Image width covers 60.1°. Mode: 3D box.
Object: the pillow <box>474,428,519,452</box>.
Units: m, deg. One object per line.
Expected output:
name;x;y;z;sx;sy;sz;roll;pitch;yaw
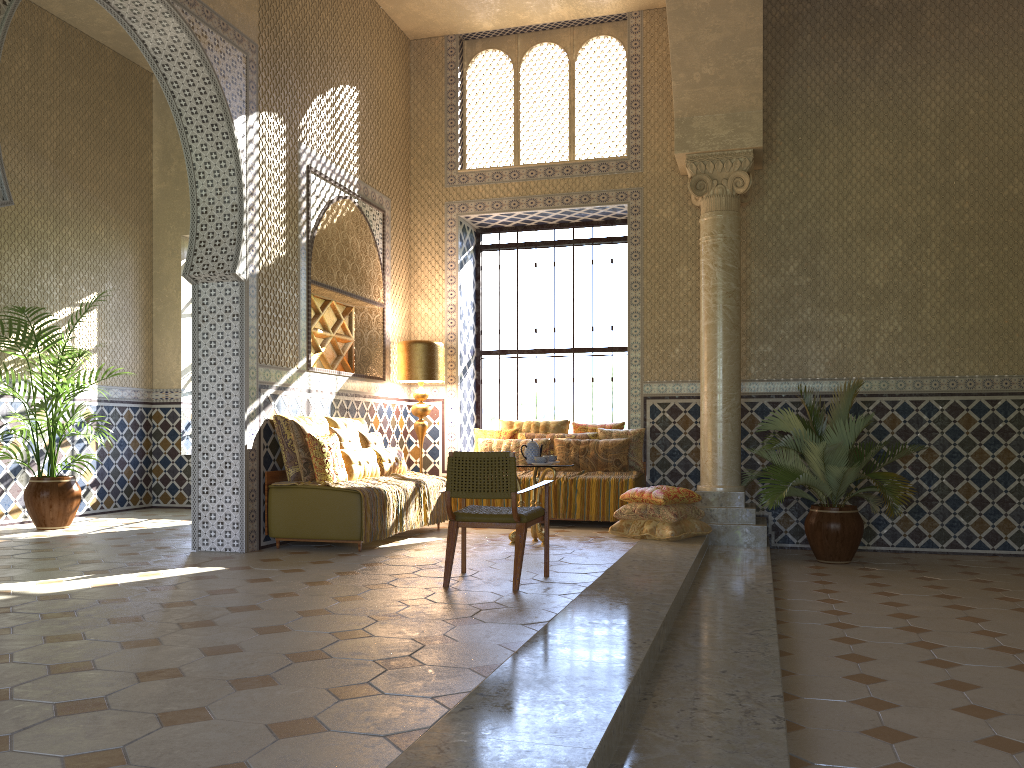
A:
pillow;-0.278;1.047;14.063;0.741;0.693;0.341;-1;-1;16

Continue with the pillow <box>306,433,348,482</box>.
pillow;-2.211;0.917;10.669;0.345;0.651;0.685;0;-2;15

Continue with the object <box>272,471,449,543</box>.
object;-1.862;1.555;11.581;1.314;0.717;2.890;-1;-3;16

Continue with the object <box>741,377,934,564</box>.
object;4.424;1.151;11.867;2.641;2.501;2.166;0;-1;2

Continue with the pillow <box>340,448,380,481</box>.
pillow;-1.973;1.056;11.433;0.271;0.450;0.984;0;-3;16

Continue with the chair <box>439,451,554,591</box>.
chair;-0.175;1.219;8.214;0.950;1.209;0.907;0;-1;16

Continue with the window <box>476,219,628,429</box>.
window;-2.074;-0.731;15.690;8.484;3.990;0.574;-1;0;12

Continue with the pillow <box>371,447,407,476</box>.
pillow;-1.721;1.107;12.335;0.271;0.450;0.984;0;-3;16

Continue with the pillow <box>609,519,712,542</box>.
pillow;1.982;1.916;11.785;0.991;0.368;1.043;-2;-4;41

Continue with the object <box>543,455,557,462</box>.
object;0.486;0.965;11.325;0.183;0.100;0.183;0;-2;4

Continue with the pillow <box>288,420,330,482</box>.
pillow;-2.424;0.834;10.877;0.383;0.780;0.835;0;-2;16

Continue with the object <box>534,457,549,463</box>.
object;0.363;0.930;10.701;0.183;0.100;0.184;-1;-3;12

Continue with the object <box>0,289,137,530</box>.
object;-6.662;0.303;12.582;2.257;3.552;2.755;0;-1;19

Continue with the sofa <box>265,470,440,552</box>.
sofa;-1.917;1.565;11.609;1.273;0.937;2.853;-1;-3;16

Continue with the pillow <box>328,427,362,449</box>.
pillow;-2.150;0.908;11.572;0.340;0.693;0.741;0;-2;16

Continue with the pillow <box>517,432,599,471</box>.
pillow;0.688;1.060;13.772;1.341;0.615;0.370;-1;-1;16

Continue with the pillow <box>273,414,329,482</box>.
pillow;-2.557;0.807;11.146;0.422;0.832;1.194;0;-2;16

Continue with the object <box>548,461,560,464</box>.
object;0.487;1.003;11.326;0.256;0.032;0.256;0;-3;-6

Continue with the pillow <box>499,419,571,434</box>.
pillow;0.321;0.974;14.123;1.192;0.832;0.422;-1;-1;16

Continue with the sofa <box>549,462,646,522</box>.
sofa;0.563;1.674;13.552;2.849;0.937;1.275;-1;-2;16

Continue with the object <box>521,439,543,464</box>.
object;0.250;0.843;11.066;0.273;0.323;0.199;0;-1;5

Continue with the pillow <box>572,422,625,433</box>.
pillow;1.335;0.990;13.900;0.855;0.800;0.393;-1;-1;16

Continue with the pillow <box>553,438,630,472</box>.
pillow;1.187;1.095;13.406;1.191;0.546;0.329;-1;-1;16

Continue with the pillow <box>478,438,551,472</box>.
pillow;0.006;1.114;13.736;1.191;0.546;0.329;-1;-1;16

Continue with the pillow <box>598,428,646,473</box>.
pillow;1.656;1.016;13.523;0.741;0.693;0.341;-1;-1;16

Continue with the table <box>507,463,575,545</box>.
table;0.236;1.492;11.029;1.101;0.980;1.101;2;-3;-45

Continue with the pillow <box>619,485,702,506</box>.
pillow;1.975;1.505;11.769;0.748;0.310;0.804;2;-4;-40

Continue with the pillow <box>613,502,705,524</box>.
pillow;1.961;1.714;11.781;0.932;0.347;0.881;-2;-3;36

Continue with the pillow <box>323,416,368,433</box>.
pillow;-2.236;0.872;12.299;0.422;0.832;1.194;0;-2;16

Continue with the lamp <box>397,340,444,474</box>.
lamp;-1.440;0.744;14.009;0.737;2.813;0.737;0;0;-15

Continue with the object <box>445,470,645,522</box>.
object;0.508;1.662;13.503;2.886;0.718;1.316;-1;-3;16

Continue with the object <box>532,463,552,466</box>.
object;0.362;0.968;10.701;0.256;0.032;0.256;-1;-3;12

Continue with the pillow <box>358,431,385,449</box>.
pillow;-1.934;0.981;12.346;0.313;0.637;0.682;0;-2;16
